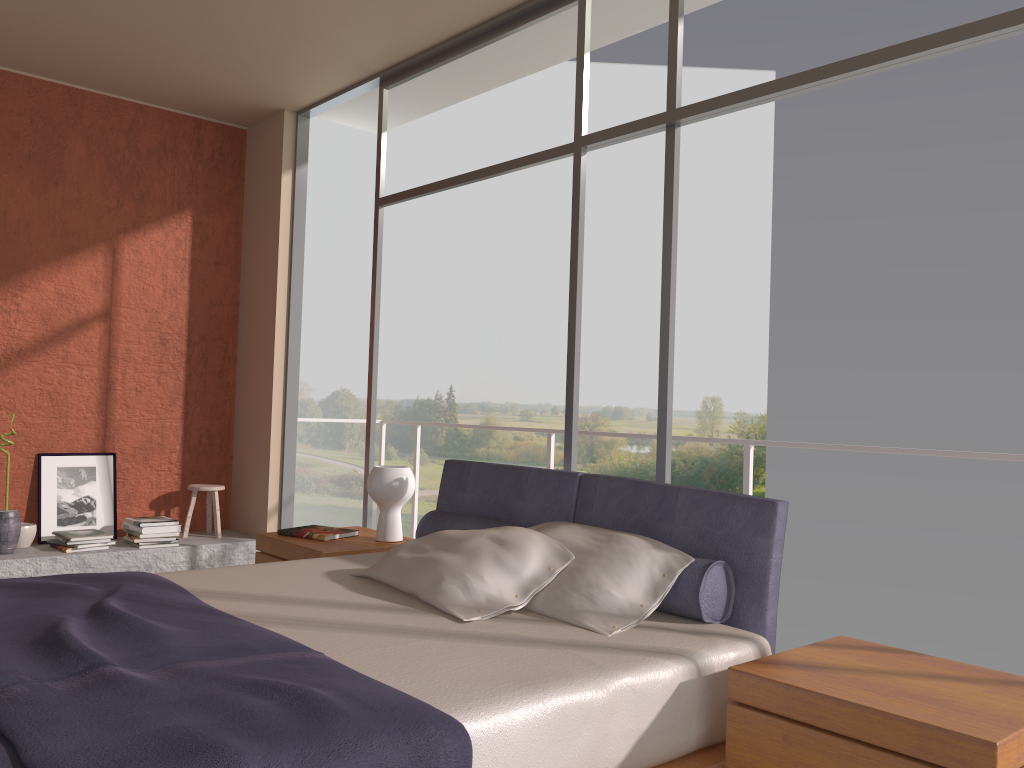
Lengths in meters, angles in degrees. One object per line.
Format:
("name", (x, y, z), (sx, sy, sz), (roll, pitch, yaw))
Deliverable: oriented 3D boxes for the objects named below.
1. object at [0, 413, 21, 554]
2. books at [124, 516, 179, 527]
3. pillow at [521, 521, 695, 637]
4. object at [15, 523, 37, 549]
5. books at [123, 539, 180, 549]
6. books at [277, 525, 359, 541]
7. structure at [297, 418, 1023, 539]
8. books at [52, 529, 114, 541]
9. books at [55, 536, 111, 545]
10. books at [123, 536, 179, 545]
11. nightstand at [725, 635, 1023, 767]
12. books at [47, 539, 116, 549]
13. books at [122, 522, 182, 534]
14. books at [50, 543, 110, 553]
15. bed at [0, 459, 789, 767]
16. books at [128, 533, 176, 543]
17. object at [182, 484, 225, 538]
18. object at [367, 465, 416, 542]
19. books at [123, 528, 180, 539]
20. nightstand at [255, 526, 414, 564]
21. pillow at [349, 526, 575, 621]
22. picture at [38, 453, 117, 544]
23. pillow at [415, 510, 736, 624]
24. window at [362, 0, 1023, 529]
("object", (-2.896, 0.565, 5.085), (0.165, 0.810, 0.165), (2, -2, -18))
("books", (-2.270, 0.867, 5.589), (0.247, 0.025, 0.287), (3, -2, -42))
("pillow", (0.178, 0.610, 2.875), (0.400, 0.265, 0.791), (3, -2, -38))
("object", (-2.934, 0.906, 5.279), (0.179, 0.137, 0.180), (3, -2, -29))
("books", (-2.271, 0.997, 5.580), (0.247, 0.018, 0.328), (3, -2, -40))
("books", (-0.912, 0.701, 4.181), (0.287, 0.025, 0.247), (1, -2, 29))
("structure", (1.303, 0.748, 3.383), (0.728, 1.005, 7.689), (3, -2, -41))
("books", (-2.584, 0.909, 5.340), (0.247, 0.018, 0.328), (4, -2, -44))
("books", (-2.581, 0.930, 5.336), (0.247, 0.025, 0.287), (3, -2, -39))
("books", (-2.274, 0.979, 5.586), (0.247, 0.018, 0.287), (3, -2, -42))
("nightstand", (0.944, 0.994, 2.147), (0.562, 0.556, 0.628), (3, -2, -41))
("books", (-2.593, 0.952, 5.345), (0.328, 0.018, 0.247), (1, -2, 33))
("books", (-2.267, 0.898, 5.583), (0.247, 0.038, 0.319), (4, -2, -44))
("books", (-2.598, 0.974, 5.329), (0.247, 0.025, 0.287), (4, -2, -45))
("bed", (-0.641, 0.759, 2.536), (2.462, 0.959, 2.017), (3, -2, -41))
("books", (-2.260, 0.958, 5.565), (0.247, 0.025, 0.287), (3, -2, -31))
("object", (-2.048, 0.856, 5.962), (0.260, 0.349, 0.257), (1, -2, 18))
("object", (-0.561, 0.551, 4.098), (0.224, 0.338, 0.224), (3, -2, -30))
("books", (-2.269, 0.931, 5.582), (0.247, 0.027, 0.328), (3, -2, -40))
("nightstand", (-0.800, 0.995, 4.130), (0.562, 0.556, 0.628), (3, -2, -41))
("pillow", (-0.197, 0.611, 3.021), (0.431, 0.264, 0.869), (3, -2, -34))
("picture", (-2.734, 0.712, 5.591), (0.458, 0.550, 0.117), (3, -2, -41))
("pillow", (0.149, 0.629, 3.212), (0.205, 0.201, 1.470), (3, -2, -41))
("window", (1.164, -0.253, 3.002), (0.075, 3.133, 6.106), (3, -2, -41))
